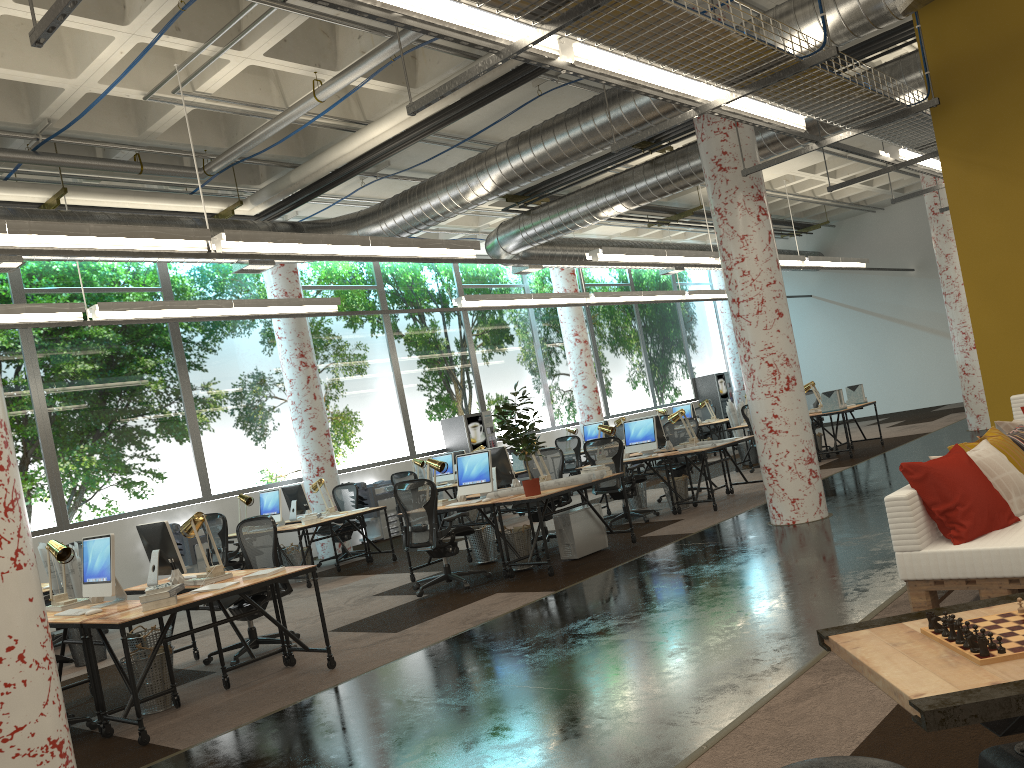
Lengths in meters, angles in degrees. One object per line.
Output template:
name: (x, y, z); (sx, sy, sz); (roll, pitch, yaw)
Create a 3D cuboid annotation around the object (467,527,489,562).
object: (-0.375, 1.749, 9.651); (0.236, 0.403, 0.119); (-12, -1, 42)

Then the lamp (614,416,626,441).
lamp: (2.207, 0.913, 16.968); (0.218, 0.611, 0.530); (-11, -1, -29)

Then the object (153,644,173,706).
object: (-2.357, 1.965, 5.982); (0.236, 0.403, 0.119); (-12, -1, 42)

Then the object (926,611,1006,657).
object: (0.947, 0.513, 1.865); (0.056, 0.053, 0.250); (-11, -3, 2)

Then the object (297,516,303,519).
object: (-2.972, 1.869, 12.417); (0.060, 0.029, 0.106); (-13, -3, 43)

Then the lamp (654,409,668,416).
lamp: (3.247, 0.843, 19.522); (0.218, 0.611, 0.530); (-11, -1, -29)

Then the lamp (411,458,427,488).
lamp: (-1.505, 1.486, 14.153); (0.208, 0.611, 0.530); (-11, -1, -29)

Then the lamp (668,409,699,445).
lamp: (2.289, 0.616, 11.530); (0.208, 0.611, 0.530); (-11, -1, -29)

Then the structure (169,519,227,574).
structure: (-4.344, 2.345, 12.258); (0.506, 1.057, 1.053); (-11, -1, 42)

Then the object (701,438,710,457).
object: (4.175, 1.373, 19.034); (0.236, 0.403, 0.119); (-12, -1, 42)

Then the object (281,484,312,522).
object: (-2.945, 1.614, 12.044); (0.486, 0.485, 0.189); (-12, -1, 42)

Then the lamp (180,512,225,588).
lamp: (-2.189, 1.215, 6.328); (0.218, 0.611, 0.530); (-11, -1, -29)

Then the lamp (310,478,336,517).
lamp: (-2.472, 1.546, 11.687); (0.208, 0.611, 0.530); (-11, -1, -29)

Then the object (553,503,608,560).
object: (0.702, 1.483, 8.948); (0.222, 0.455, 0.539); (-11, -2, 42)

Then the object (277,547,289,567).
object: (-3.121, 2.433, 12.179); (0.236, 0.403, 0.119); (-12, -1, 42)

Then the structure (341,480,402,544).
structure: (-2.217, 2.057, 14.665); (0.506, 1.057, 1.053); (-11, -1, 42)

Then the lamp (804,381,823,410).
lamp: (4.982, 0.244, 14.421); (0.218, 0.611, 0.530); (-11, -1, -29)

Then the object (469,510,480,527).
object: (-0.581, 2.018, 13.663); (0.236, 0.403, 0.119); (-12, -1, 42)

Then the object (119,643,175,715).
object: (-2.415, 1.960, 5.926); (0.360, 0.435, 0.351); (-12, -1, 38)

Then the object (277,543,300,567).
object: (-3.068, 2.412, 12.235); (0.360, 0.435, 0.351); (-12, -1, 38)

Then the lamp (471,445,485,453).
lamp: (-0.413, 1.267, 14.009); (0.218, 0.611, 0.530); (-11, -1, -29)

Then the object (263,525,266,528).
object: (-3.282, 1.805, 11.747); (0.101, 0.209, 0.101); (-11, 0, -3)

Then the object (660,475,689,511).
object: (2.067, 1.360, 11.131); (0.360, 0.435, 0.351); (-12, -1, 38)

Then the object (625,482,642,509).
object: (1.640, 1.503, 12.023); (0.236, 0.403, 0.119); (-12, -1, 42)

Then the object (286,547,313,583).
object: (-2.693, 2.290, 11.288); (0.360, 0.435, 0.351); (-12, -1, 38)

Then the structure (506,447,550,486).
structure: (0.404, 1.702, 17.624); (0.506, 1.057, 1.053); (-11, -1, 42)

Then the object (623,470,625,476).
object: (2.039, 1.663, 16.622); (0.236, 0.403, 0.119); (-12, -1, 42)

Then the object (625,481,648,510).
object: (1.693, 1.482, 12.078); (0.360, 0.435, 0.351); (-12, -1, 38)

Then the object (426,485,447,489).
object: (-1.168, 1.590, 13.648); (0.441, 0.017, 0.118); (-14, -4, 42)

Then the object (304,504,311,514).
object: (-2.712, 1.696, 11.773); (0.101, 0.209, 0.101); (-11, 0, -3)

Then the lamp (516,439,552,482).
lamp: (0.274, 0.862, 9.159); (0.208, 0.611, 0.530); (-11, -1, -29)

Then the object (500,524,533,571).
object: (0.052, 1.606, 8.760); (0.360, 0.435, 0.351); (-12, -1, 38)

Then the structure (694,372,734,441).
structure: (5.456, 0.639, 23.407); (0.641, 1.810, 0.746); (-11, 0, 42)

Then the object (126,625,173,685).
object: (-2.790, 2.081, 6.873); (0.360, 0.435, 0.351); (-12, -1, 38)

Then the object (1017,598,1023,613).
object: (1.146, 0.474, 1.858); (0.056, 0.053, 0.251); (-11, -3, 2)

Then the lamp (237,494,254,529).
lamp: (-3.564, 1.765, 11.831); (0.218, 0.611, 0.530); (-11, -1, -29)

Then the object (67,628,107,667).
object: (-3.953, 2.407, 8.244); (0.353, 0.398, 0.353); (-11, -1, -3)

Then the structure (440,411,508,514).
structure: (-0.681, 1.470, 16.477); (0.641, 1.810, 0.746); (-11, 0, 42)

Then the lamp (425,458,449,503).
lamp: (-0.818, 1.081, 9.303); (0.218, 0.611, 0.530); (-11, -1, -29)

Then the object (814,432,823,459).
object: (4.756, 0.988, 14.020); (0.360, 0.435, 0.351); (-12, -1, 38)

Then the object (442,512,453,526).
object: (-1.067, 2.155, 14.499); (0.236, 0.403, 0.119); (-12, -1, 42)

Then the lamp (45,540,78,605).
lamp: (-3.286, 1.435, 6.469); (0.218, 0.611, 0.530); (-11, -1, -29)

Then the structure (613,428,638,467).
structure: (2.539, 1.413, 20.036); (0.506, 1.057, 1.053); (-11, -1, 42)

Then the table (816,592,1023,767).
table: (1.115, 0.904, 1.858); (0.626, 0.759, 0.616); (-11, -1, 2)

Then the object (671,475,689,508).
object: (2.125, 1.365, 11.186); (0.236, 0.403, 0.119); (-12, -1, 42)

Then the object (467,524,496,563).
object: (-0.322, 1.727, 9.707); (0.360, 0.435, 0.351); (-12, -1, 38)

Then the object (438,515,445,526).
object: (-1.263, 2.238, 15.064); (0.351, 0.398, 0.355); (-10, -1, -29)

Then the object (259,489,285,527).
object: (-3.102, 1.615, 11.476); (0.486, 0.485, 0.189); (-12, -1, 42)

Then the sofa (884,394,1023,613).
sofa: (3.505, 0.484, 4.661); (2.029, 0.931, 2.842); (-13, -3, 42)

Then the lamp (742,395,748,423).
lamp: (3.885, 0.463, 14.563); (0.218, 0.611, 0.530); (-11, -1, -29)

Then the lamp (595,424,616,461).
lamp: (1.201, 0.834, 11.677); (0.208, 0.611, 0.530); (-11, -1, -29)

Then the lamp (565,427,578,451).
lamp: (1.111, 1.132, 17.110); (0.218, 0.611, 0.530); (-11, -1, -29)

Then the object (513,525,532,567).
object: (0.110, 1.611, 8.815); (0.236, 0.403, 0.119); (-12, -1, 42)

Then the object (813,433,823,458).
object: (4.814, 0.994, 14.075); (0.236, 0.403, 0.119); (-12, -1, 42)

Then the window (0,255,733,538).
window: (-2.785, -0.412, 15.076); (0.050, 3.762, 26.083); (-11, -2, 42)

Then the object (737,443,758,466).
object: (4.132, 1.215, 15.477); (0.353, 0.398, 0.353); (-11, -1, -3)

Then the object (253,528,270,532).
object: (-3.222, 1.868, 11.329); (0.441, 0.017, 0.118); (-14, -4, 42)

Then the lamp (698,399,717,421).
lamp: (4.343, 0.623, 19.380); (0.218, 0.611, 0.530); (-11, -1, -29)
